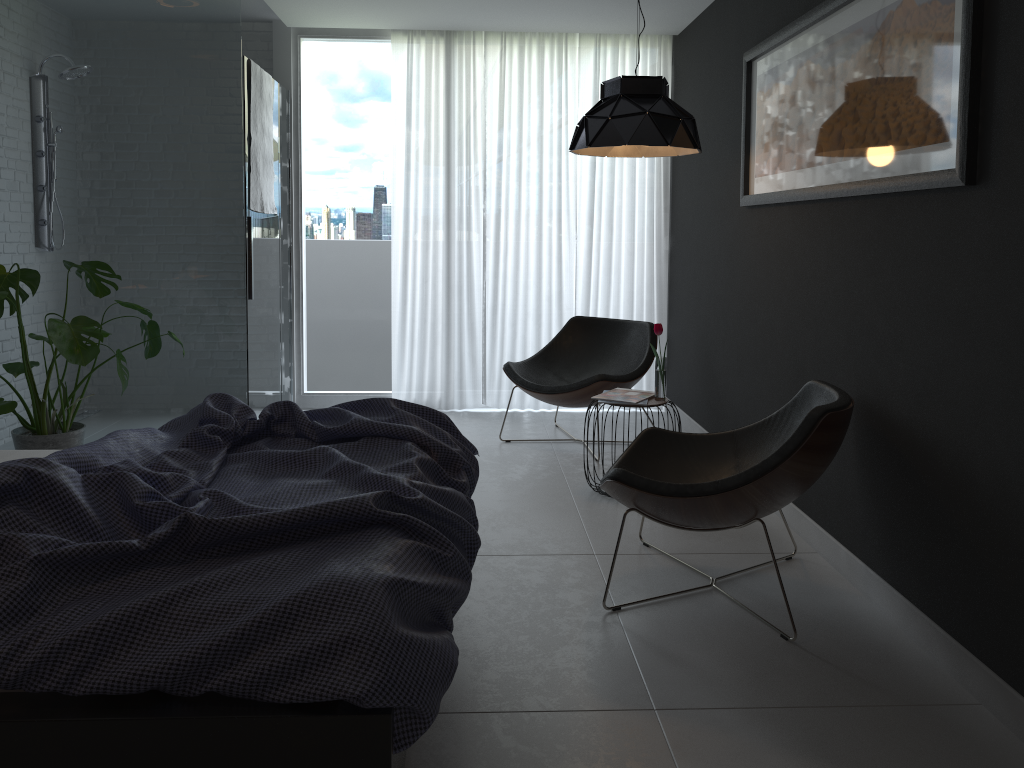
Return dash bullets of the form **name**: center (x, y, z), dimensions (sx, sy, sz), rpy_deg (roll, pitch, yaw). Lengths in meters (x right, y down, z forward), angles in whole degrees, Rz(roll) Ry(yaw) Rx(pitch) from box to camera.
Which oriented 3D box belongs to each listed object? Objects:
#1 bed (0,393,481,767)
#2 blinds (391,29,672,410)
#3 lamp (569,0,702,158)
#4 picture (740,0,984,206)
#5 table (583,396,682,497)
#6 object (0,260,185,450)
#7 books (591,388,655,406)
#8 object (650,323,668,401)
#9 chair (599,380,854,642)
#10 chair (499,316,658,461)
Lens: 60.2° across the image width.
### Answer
- **bed**: center (-1.375, -0.231, 2.304), dimensions (2.607, 2.028, 2.583), rpy_deg (0, 8, -3)
- **blinds**: center (0.132, -1.163, 5.836), dimensions (1.852, 2.679, 0.137), rpy_deg (0, 5, -3)
- **lamp**: center (0.564, -1.497, 3.966), dimensions (0.583, 0.896, 0.612), rpy_deg (2, 7, 15)
- **picture**: center (1.161, -1.048, 3.268), dimensions (0.041, 0.716, 1.969), rpy_deg (0, 9, -3)
- **table**: center (0.560, 0.283, 4.120), dimensions (0.451, 0.432, 0.454), rpy_deg (-3, 8, -25)
- **object**: center (-2.051, -0.048, 4.099), dimensions (0.852, 1.041, 0.998), rpy_deg (2, 7, 15)
- **books**: center (-3.055, 0.475, 2.533), dimensions (8.246, 0.369, 0.408), rpy_deg (-4, 9, -24)
- **object**: center (0.674, -0.100, 4.048), dimensions (0.066, 0.353, 0.077), rpy_deg (3, 6, 29)
- **chair**: center (0.713, 0.349, 2.998), dimensions (0.814, 0.686, 0.796), rpy_deg (3, 8, 18)
- **chair**: center (0.406, -0.011, 5.075), dimensions (0.793, 0.686, 0.818), rpy_deg (7, 10, 39)
